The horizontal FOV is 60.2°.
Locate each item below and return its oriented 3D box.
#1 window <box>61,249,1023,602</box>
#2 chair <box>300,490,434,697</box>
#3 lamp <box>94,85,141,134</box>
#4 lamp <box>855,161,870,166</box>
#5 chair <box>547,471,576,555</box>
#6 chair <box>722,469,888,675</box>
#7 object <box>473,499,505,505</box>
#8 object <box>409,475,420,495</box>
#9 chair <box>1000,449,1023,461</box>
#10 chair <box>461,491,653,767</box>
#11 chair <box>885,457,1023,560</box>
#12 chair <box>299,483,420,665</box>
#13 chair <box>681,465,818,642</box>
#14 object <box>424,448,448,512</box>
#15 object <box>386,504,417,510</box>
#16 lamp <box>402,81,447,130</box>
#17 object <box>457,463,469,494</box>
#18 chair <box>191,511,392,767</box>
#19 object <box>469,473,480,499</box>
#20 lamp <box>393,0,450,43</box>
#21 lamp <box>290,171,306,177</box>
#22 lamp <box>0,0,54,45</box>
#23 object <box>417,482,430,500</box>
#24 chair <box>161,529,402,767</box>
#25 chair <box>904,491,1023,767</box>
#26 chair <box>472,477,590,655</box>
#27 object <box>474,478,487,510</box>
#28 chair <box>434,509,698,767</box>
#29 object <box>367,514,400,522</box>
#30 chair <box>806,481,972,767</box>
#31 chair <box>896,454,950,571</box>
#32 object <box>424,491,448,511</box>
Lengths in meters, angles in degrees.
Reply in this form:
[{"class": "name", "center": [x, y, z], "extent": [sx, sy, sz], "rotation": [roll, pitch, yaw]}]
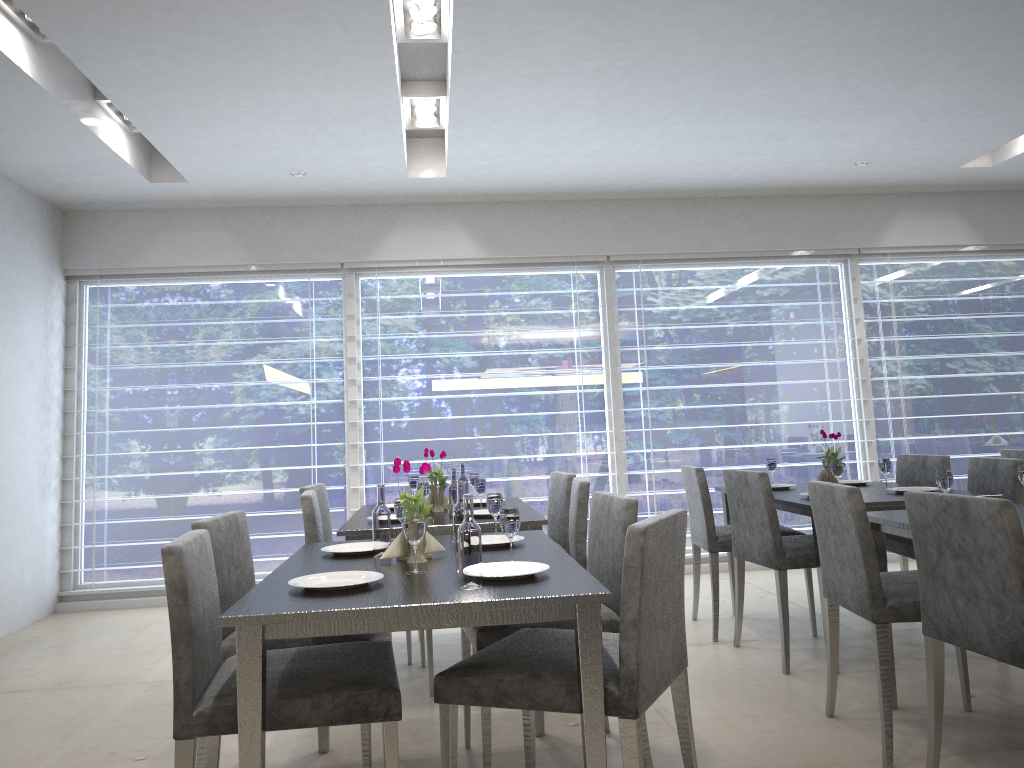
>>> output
[{"class": "window", "center": [0.695, 0.168, 5.994], "extent": [7.102, 2.094, 0.157], "rotation": [-2, -7, -5]}, {"class": "chair", "center": [-0.578, 0.807, 3.526], "extent": [0.492, 0.769, 0.472], "rotation": [-1, -6, -10]}, {"class": "lamp", "center": [-1.964, -1.418, 4.593], "extent": [0.226, 0.102, 0.484], "rotation": [-2, -3, -5]}, {"class": "lamp", "center": [2.153, -1.354, 5.434], "extent": [0.088, 0.007, 0.089], "rotation": [-5, -4, 40]}, {"class": "chair", "center": [0.038, 0.810, 4.115], "extent": [0.492, 0.769, 0.472], "rotation": [-1, -6, -10]}, {"class": "chair", "center": [1.208, 0.734, 3.690], "extent": [0.492, 0.769, 0.472], "rotation": [-1, -6, -10]}, {"class": "object", "center": [-0.138, 0.555, 4.146], "extent": [0.217, 0.015, 0.215], "rotation": [-1, -3, -27]}, {"class": "object", "center": [-0.472, 0.514, 4.274], "extent": [0.053, 0.140, 0.053], "rotation": [-9, -9, 42]}, {"class": "chair", "center": [2.790, 0.698, 4.360], "extent": [0.492, 0.769, 0.473], "rotation": [-3, -6, 0]}, {"class": "chair", "center": [0.108, 0.727, 2.622], "extent": [0.492, 0.769, 0.472], "rotation": [-1, -6, -10]}, {"class": "chair", "center": [1.864, 0.707, 3.740], "extent": [0.492, 0.769, 0.473], "rotation": [-3, -6, 0]}, {"class": "chair", "center": [-0.681, 0.839, 4.041], "extent": [0.492, 0.769, 0.473], "rotation": [-3, -6, 0]}, {"class": "chair", "center": [1.105, 0.766, 4.205], "extent": [0.492, 0.769, 0.473], "rotation": [-3, -6, 0]}, {"class": "object", "center": [-0.331, 0.417, 3.866], "extent": [0.104, 0.279, 0.153], "rotation": [-2, -6, -8]}, {"class": "object", "center": [-0.522, 0.570, 4.111], "extent": [0.217, 0.015, 0.215], "rotation": [-1, -3, -27]}, {"class": "lamp", "center": [-0.466, -1.479, 4.730], "extent": [0.226, 0.102, 0.484], "rotation": [-2, -3, -5]}, {"class": "object", "center": [-0.221, 0.458, 3.999], "extent": [0.052, 0.203, 0.051], "rotation": [4, -9, -40]}, {"class": "chair", "center": [-0.613, 0.755, 2.537], "extent": [0.492, 0.769, 0.473], "rotation": [-3, -6, 0]}, {"class": "object", "center": [-0.181, 0.503, 4.301], "extent": [0.053, 0.140, 0.053], "rotation": [-9, -9, 42]}, {"class": "lamp", "center": [-0.370, -1.542, 3.631], "extent": [0.226, 0.102, 0.484], "rotation": [-2, -3, -5]}, {"class": "lamp", "center": [-1.238, -1.217, 5.123], "extent": [0.088, 0.007, 0.089], "rotation": [-5, -4, 40]}, {"class": "lamp", "center": [-1.868, -1.481, 3.493], "extent": [0.226, 0.102, 0.484], "rotation": [-2, -3, -5]}, {"class": "object", "center": [-0.366, 0.477, 3.662], "extent": [0.053, 0.140, 0.053], "rotation": [-9, -9, 42]}, {"class": "chair", "center": [-0.510, 0.723, 2.022], "extent": [0.492, 0.769, 0.472], "rotation": [-1, -6, -10]}, {"class": "chair", "center": [1.339, 0.649, 2.191], "extent": [0.492, 0.769, 0.472], "rotation": [-1, -6, -10]}, {"class": "chair", "center": [0.077, 0.780, 3.576], "extent": [0.492, 0.769, 0.473], "rotation": [-3, -6, 0]}, {"class": "object", "center": [-0.131, 0.470, 3.731], "extent": [0.053, 0.140, 0.053], "rotation": [-9, -9, 42]}, {"class": "chair", "center": [0.150, 0.695, 2.055], "extent": [0.491, 0.769, 0.474], "rotation": [-5, -7, 25]}, {"class": "object", "center": [-0.472, 0.537, 3.533], "extent": [0.217, 0.015, 0.215], "rotation": [-1, -3, -27]}, {"class": "chair", "center": [1.236, 0.681, 2.706], "extent": [0.492, 0.769, 0.473], "rotation": [-3, -6, 0]}, {"class": "chair", "center": [1.825, 0.738, 4.279], "extent": [0.492, 0.769, 0.472], "rotation": [-1, -6, -10]}, {"class": "object", "center": [-0.337, 0.509, 3.918], "extent": [0.203, 0.101, 0.069], "rotation": [0, -7, -35]}]
